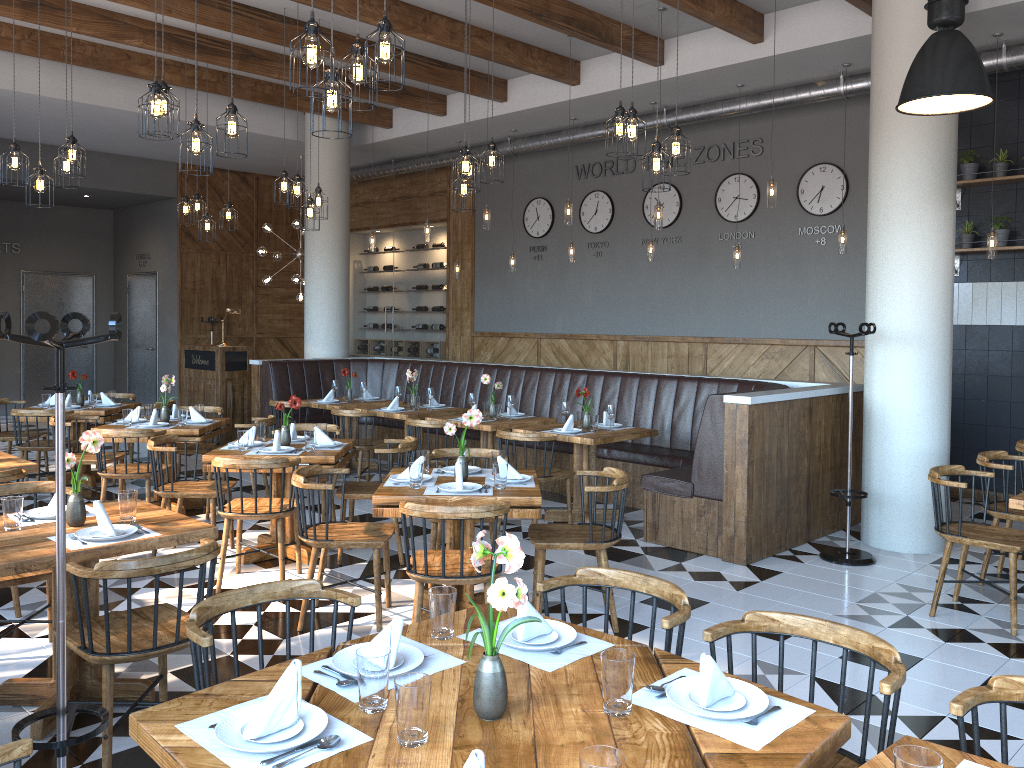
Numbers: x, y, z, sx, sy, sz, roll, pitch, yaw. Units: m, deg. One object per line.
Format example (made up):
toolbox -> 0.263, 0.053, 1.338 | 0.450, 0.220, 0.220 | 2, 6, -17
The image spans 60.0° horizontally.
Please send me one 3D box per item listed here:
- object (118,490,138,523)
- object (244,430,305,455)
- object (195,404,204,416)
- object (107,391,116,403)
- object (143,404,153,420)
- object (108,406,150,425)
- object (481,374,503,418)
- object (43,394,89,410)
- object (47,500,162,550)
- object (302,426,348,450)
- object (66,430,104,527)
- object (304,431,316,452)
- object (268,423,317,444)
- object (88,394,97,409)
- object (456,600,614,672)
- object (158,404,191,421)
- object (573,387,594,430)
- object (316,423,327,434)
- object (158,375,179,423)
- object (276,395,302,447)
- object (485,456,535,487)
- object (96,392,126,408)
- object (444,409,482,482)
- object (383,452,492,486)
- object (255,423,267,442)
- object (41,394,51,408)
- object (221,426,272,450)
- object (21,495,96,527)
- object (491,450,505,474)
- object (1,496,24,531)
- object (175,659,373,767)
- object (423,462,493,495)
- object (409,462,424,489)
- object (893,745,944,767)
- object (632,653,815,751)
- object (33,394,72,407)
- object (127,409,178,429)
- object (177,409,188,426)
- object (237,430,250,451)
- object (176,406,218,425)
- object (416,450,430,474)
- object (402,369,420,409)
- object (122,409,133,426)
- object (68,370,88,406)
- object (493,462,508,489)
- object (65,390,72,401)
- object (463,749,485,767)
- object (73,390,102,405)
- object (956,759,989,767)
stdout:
object -> -1.651, 0.528, 3.808 | 0.080, 0.132, 0.080 | 2, 3, 29
object -> -1.558, 0.380, 5.854 | 0.352, 0.137, 0.272 | 1, 4, -1
object -> -2.696, 0.244, 7.640 | 0.080, 0.132, 0.080 | -1, 3, -31
object -> -4.045, 0.136, 8.952 | 0.080, 0.132, 0.080 | 0, 2, -21
object -> -3.127, 0.240, 7.621 | 0.080, 0.132, 0.080 | -1, 3, -31
object -> -3.171, 0.253, 7.409 | 0.272, 0.137, 0.353 | 1, 4, -1
object -> -0.188, 0.107, 8.035 | 0.207, 0.399, 0.146 | -1, 3, -43
object -> -4.248, 0.167, 8.460 | 0.352, 0.137, 0.272 | 1, 4, -1
object -> -1.635, 0.543, 3.558 | 0.272, 0.137, 0.352 | 4, 5, 44
object -> -1.296, 0.363, 6.128 | 0.272, 0.137, 0.353 | 1, 4, -1
object -> -1.808, 0.399, 3.717 | 0.146, 0.399, 0.207 | 1, 2, 8
object -> -1.345, 0.381, 5.904 | 0.080, 0.132, 0.080 | -1, 3, -31
object -> -1.572, 0.342, 6.386 | 0.352, 0.137, 0.272 | 1, 4, -1
object -> -4.027, 0.168, 8.512 | 0.080, 0.132, 0.080 | -1, 3, -31
object -> 0.065, 0.640, 2.444 | 0.352, 0.137, 0.272 | 4, 5, 44
object -> -2.909, 0.236, 7.683 | 0.352, 0.137, 0.272 | 1, 4, -1
object -> 0.581, 0.195, 7.221 | 0.171, 0.355, 0.156 | -1, 3, -43
object -> -1.363, 0.350, 6.344 | 0.080, 0.132, 0.080 | -1, 3, -41
object -> -2.880, 0.123, 7.419 | 0.146, 0.399, 0.207 | -1, 3, -34
object -> -1.529, 0.254, 6.102 | 0.171, 0.355, 0.156 | 1, 2, 9
object -> -0.013, 0.466, 4.875 | 0.272, 0.137, 0.353 | 1, 4, -1
object -> -3.986, 0.150, 8.734 | 0.272, 0.137, 0.353 | 1, 4, -1
object -> -0.266, 0.334, 4.837 | 0.206, 0.399, 0.146 | 0, 2, -26
object -> -0.398, 0.455, 4.977 | 0.577, 0.137, 0.583 | 1, 4, -1
object -> -1.794, 0.347, 6.326 | 0.080, 0.132, 0.080 | -1, 3, -41
object -> -4.469, 0.164, 8.498 | 0.080, 0.132, 0.080 | 1, 2, 19
object -> -1.834, 0.359, 6.112 | 0.272, 0.137, 0.353 | 1, 4, -1
object -> -2.021, 0.513, 3.925 | 0.272, 0.137, 0.352 | 4, 5, 44
object -> -0.079, 0.452, 5.096 | 0.080, 0.132, 0.080 | 1, 2, 9
object -> -2.056, 0.535, 3.649 | 0.080, 0.132, 0.080 | 2, 3, 29
object -> -0.510, 0.674, 1.886 | 0.352, 0.137, 0.272 | 4, 5, 44
object -> -0.274, 0.483, 4.601 | 0.352, 0.137, 0.272 | 1, 4, -1
object -> -0.502, 0.480, 4.643 | 0.080, 0.132, 0.080 | 1, 2, 19
object -> 0.707, 0.713, 1.546 | 0.080, 0.132, 0.080 | 2, 3, 29
object -> 0.476, 0.673, 2.044 | 0.352, 0.137, 0.272 | 4, 5, 44
object -> -4.524, 0.145, 8.719 | 0.272, 0.137, 0.353 | 1, 4, -1
object -> -2.896, 0.274, 7.150 | 0.352, 0.137, 0.272 | 1, 4, -1
object -> -2.677, 0.275, 7.200 | 0.080, 0.132, 0.080 | -1, 3, -31
object -> -1.786, 0.378, 5.891 | 0.080, 0.132, 0.080 | -1, 3, -41
object -> -2.634, 0.257, 7.424 | 0.272, 0.137, 0.353 | 1, 4, -1
object -> -0.510, 0.449, 5.077 | 0.080, 0.132, 0.080 | 1, 2, 9
object -> -0.994, 0.045, 8.781 | 0.146, 0.399, 0.207 | -1, 3, -38
object -> -3.119, 0.272, 7.186 | 0.080, 0.132, 0.080 | -1, 3, -31
object -> -4.288, 0.038, 8.730 | 0.171, 0.355, 0.156 | 1, 2, 1
object -> -0.060, 0.483, 4.656 | 0.080, 0.132, 0.080 | 1, 2, 19
object -> -4.476, 0.133, 8.933 | 0.080, 0.132, 0.080 | 0, 2, -21
object -> -0.099, 0.707, 1.487 | 0.352, 0.137, 0.272 | 4, 5, 44
object -> -4.262, 0.128, 8.993 | 0.352, 0.137, 0.272 | 1, 4, -1
object -> 0.952, 0.711, 1.581 | 0.352, 0.137, 0.272 | 4, 5, 44
